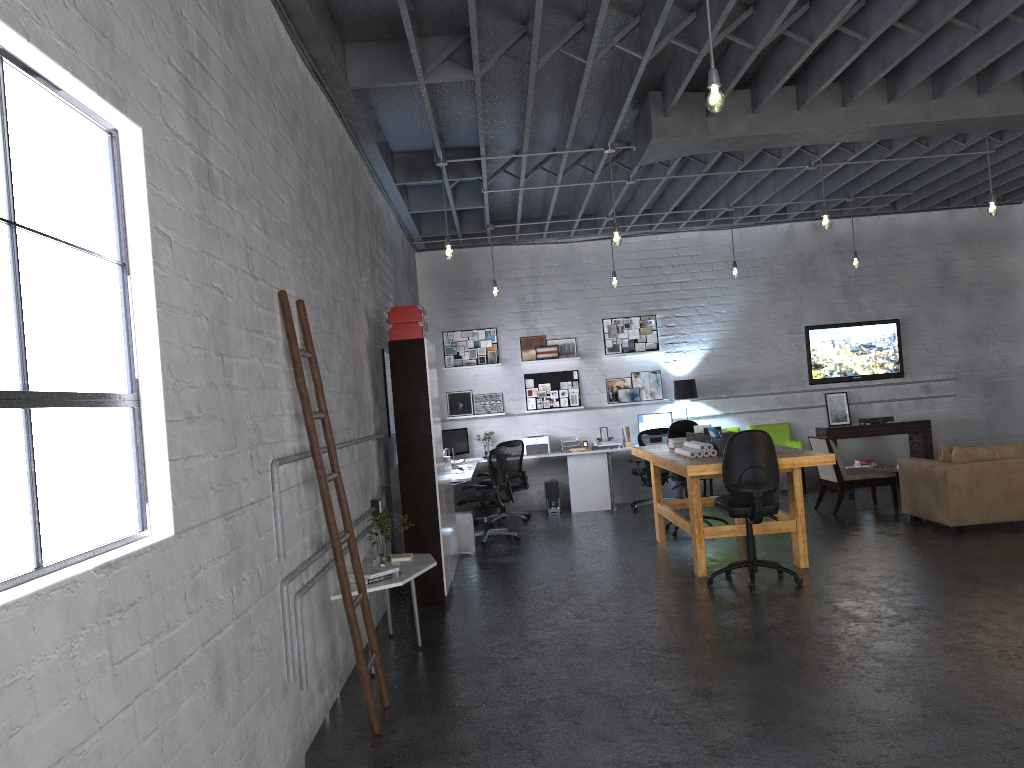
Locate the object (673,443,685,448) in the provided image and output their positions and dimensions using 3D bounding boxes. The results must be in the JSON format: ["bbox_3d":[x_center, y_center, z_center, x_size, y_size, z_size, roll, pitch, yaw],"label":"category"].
[{"bbox_3d":[1.811,0.575,8.532,0.519,0.047,0.047,-5,-1,-1],"label":"object"}]

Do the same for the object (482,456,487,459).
[{"bbox_3d":[-0.357,0.975,11.758,0.114,0.036,0.058,-6,-1,39],"label":"object"}]

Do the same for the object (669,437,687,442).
[{"bbox_3d":[1.806,0.539,8.695,0.519,0.047,0.046,-5,-1,-1],"label":"object"}]

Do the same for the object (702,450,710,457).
[{"bbox_3d":[1.597,0.578,7.606,0.057,0.058,0.635,-5,-1,-1],"label":"object"}]

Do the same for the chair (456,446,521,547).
[{"bbox_3d":[-0.312,1.219,9.755,0.753,1.031,0.732,-5,-1,3],"label":"chair"}]

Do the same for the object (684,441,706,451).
[{"bbox_3d":[1.566,0.531,7.606,0.057,0.057,0.635,-5,-1,-1],"label":"object"}]

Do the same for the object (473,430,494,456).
[{"bbox_3d":[-0.347,0.815,12.005,0.271,0.363,0.297,-5,-1,44],"label":"object"}]

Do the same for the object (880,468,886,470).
[{"bbox_3d":[4.513,1.048,10.853,0.137,0.031,0.137,-5,-1,25],"label":"object"}]

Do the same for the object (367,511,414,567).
[{"bbox_3d":[-0.771,0.971,5.518,0.297,0.363,0.271,-5,-1,34],"label":"object"}]

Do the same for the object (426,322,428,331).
[{"bbox_3d":[-0.796,-0.443,7.576,0.169,0.240,0.171,-5,-1,-2],"label":"object"}]

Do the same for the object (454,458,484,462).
[{"bbox_3d":[-0.570,0.992,11.565,0.421,0.028,0.181,-4,-2,-41],"label":"object"}]

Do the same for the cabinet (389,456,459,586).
[{"bbox_3d":[-0.793,1.232,8.239,0.465,1.021,1.152,-5,-1,-1],"label":"cabinet"}]

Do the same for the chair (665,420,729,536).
[{"bbox_3d":[1.914,0.961,9.287,0.659,1.164,0.687,-5,0,-3],"label":"chair"}]

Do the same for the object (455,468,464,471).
[{"bbox_3d":[-0.590,0.957,9.945,0.114,0.036,0.058,-4,-1,-11],"label":"object"}]

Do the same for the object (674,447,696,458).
[{"bbox_3d":[1.484,0.587,7.605,0.057,0.058,0.635,-5,-1,-1],"label":"object"}]

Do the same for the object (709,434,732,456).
[{"bbox_3d":[1.841,0.505,7.424,0.316,0.156,0.306,-5,-1,-1],"label":"object"}]

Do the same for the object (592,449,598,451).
[{"bbox_3d":[1.090,0.869,11.668,0.008,0.007,0.141,-5,-1,34],"label":"object"}]

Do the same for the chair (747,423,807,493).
[{"bbox_3d":[3.562,1.003,11.943,0.611,0.920,0.516,-5,0,-1],"label":"chair"}]

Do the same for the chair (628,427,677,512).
[{"bbox_3d":[1.803,1.080,11.392,0.731,1.031,0.753,-4,-1,-32],"label":"chair"}]

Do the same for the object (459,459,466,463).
[{"bbox_3d":[-0.637,0.980,11.232,0.130,0.049,0.130,-5,-1,16],"label":"object"}]

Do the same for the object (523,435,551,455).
[{"bbox_3d":[0.330,0.823,11.980,0.351,0.235,0.351,-5,-1,-1],"label":"object"}]

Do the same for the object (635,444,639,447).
[{"bbox_3d":[1.847,0.798,11.694,0.422,0.028,0.181,-5,-1,-6],"label":"object"}]

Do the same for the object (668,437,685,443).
[{"bbox_3d":[1.805,0.540,8.742,0.519,0.047,0.046,-5,-1,-1],"label":"object"}]

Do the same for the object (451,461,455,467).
[{"bbox_3d":[-0.885,0.982,10.721,0.392,0.064,0.259,-5,-1,-1],"label":"object"}]

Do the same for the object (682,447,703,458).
[{"bbox_3d":[1.541,0.583,7.605,0.058,0.057,0.635,-5,-1,-1],"label":"object"}]

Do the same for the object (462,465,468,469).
[{"bbox_3d":[-0.522,0.939,10.038,0.078,0.049,0.062,-4,-1,-31],"label":"object"}]

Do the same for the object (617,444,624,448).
[{"bbox_3d":[1.433,0.820,11.707,0.095,0.050,0.095,-4,-1,-32],"label":"object"}]

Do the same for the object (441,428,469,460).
[{"bbox_3d":[-0.800,0.816,11.823,0.147,0.427,0.559,-5,-1,36],"label":"object"}]

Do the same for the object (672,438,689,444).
[{"bbox_3d":[1.808,0.536,8.547,0.519,0.047,0.046,-5,-1,-3],"label":"object"}]

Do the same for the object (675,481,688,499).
[{"bbox_3d":[2.315,1.358,11.807,0.180,0.411,0.476,-5,-1,-1],"label":"object"}]

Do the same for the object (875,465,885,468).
[{"bbox_3d":[4.636,1.041,11.207,0.151,0.040,0.151,-5,-1,17],"label":"object"}]

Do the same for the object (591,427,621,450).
[{"bbox_3d":[1.249,0.726,11.981,0.405,0.280,0.399,-5,-1,-1],"label":"object"}]

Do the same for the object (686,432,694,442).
[{"bbox_3d":[1.830,0.525,8.348,0.316,0.156,0.306,-5,-1,-1],"label":"object"}]

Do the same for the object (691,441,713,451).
[{"bbox_3d":[1.622,0.527,7.607,0.057,0.057,0.635,-5,-1,-1],"label":"object"}]

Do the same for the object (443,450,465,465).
[{"bbox_3d":[-0.788,0.883,10.297,0.485,0.230,0.420,-5,-1,-1],"label":"object"}]

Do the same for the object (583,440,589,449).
[{"bbox_3d":[0.999,0.825,12.025,0.093,0.116,0.067,-5,0,-1],"label":"object"}]

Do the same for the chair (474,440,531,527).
[{"bbox_3d":[-0.156,1.236,11.215,0.753,1.031,0.731,-5,-1,23],"label":"chair"}]

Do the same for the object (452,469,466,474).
[{"bbox_3d":[-0.611,0.956,9.651,0.181,0.028,0.422,-4,-1,-11],"label":"object"}]

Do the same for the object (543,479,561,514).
[{"bbox_3d":[0.534,1.504,11.864,0.180,0.411,0.476,-5,-1,-1],"label":"object"}]

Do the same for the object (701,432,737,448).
[{"bbox_3d":[1.837,0.512,7.732,0.316,0.156,0.306,-5,-1,-1],"label":"object"}]

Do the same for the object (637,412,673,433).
[{"bbox_3d":[1.939,0.601,11.984,0.465,0.417,0.212,-5,0,4],"label":"object"}]

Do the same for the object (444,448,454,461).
[{"bbox_3d":[-0.890,0.920,11.061,0.324,0.208,0.233,-5,-1,-1],"label":"object"}]

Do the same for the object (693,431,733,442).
[{"bbox_3d":[1.834,0.518,8.040,0.316,0.156,0.306,-5,-1,-1],"label":"object"}]

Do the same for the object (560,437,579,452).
[{"bbox_3d":[0.779,0.814,11.980,0.229,0.180,0.316,-5,-1,-1],"label":"object"}]

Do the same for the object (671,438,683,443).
[{"bbox_3d":[1.807,0.537,8.603,0.519,0.047,0.046,-5,-1,-1],"label":"object"}]

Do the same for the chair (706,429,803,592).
[{"bbox_3d":[1.756,0.921,6.720,0.659,1.164,0.687,-5,0,-3],"label":"chair"}]

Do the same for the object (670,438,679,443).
[{"bbox_3d":[1.806,0.538,8.649,0.519,0.047,0.046,-5,-1,-1],"label":"object"}]

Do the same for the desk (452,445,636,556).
[{"bbox_3d":[0.739,1.272,10.519,3.574,0.785,3.299,-5,-1,-1],"label":"desk"}]

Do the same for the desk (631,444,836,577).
[{"bbox_3d":[1.878,1.057,8.025,1.115,0.926,2.832,-5,-1,-1],"label":"desk"}]

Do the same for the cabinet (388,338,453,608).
[{"bbox_3d":[-0.724,0.691,7.205,0.291,2.047,0.873,-5,0,-1],"label":"cabinet"}]

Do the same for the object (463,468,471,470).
[{"bbox_3d":[-0.526,0.963,10.034,0.119,0.016,0.119,-5,-1,17],"label":"object"}]

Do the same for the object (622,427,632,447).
[{"bbox_3d":[1.552,0.712,11.979,0.087,0.259,0.236,-5,-1,-1],"label":"object"}]

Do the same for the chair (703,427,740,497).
[{"bbox_3d":[2.870,1.060,11.935,0.611,0.920,0.516,-5,0,-1],"label":"chair"}]

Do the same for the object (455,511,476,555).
[{"bbox_3d":[-0.626,1.543,9.137,0.478,0.411,0.200,-5,0,-1],"label":"object"}]

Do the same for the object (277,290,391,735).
[{"bbox_3d":[-0.864,0.607,4.363,0.320,2.120,0.425,-5,0,-1],"label":"object"}]

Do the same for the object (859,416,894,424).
[{"bbox_3d":[4.932,0.491,12.010,0.370,0.082,0.266,-5,-1,-1],"label":"object"}]

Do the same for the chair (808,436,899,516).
[{"bbox_3d":[3.782,0.982,9.868,0.725,0.842,0.575,-5,-1,-1],"label":"chair"}]

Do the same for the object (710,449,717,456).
[{"bbox_3d":[1.654,0.574,7.607,0.058,0.057,0.635,-5,-1,-1],"label":"object"}]
